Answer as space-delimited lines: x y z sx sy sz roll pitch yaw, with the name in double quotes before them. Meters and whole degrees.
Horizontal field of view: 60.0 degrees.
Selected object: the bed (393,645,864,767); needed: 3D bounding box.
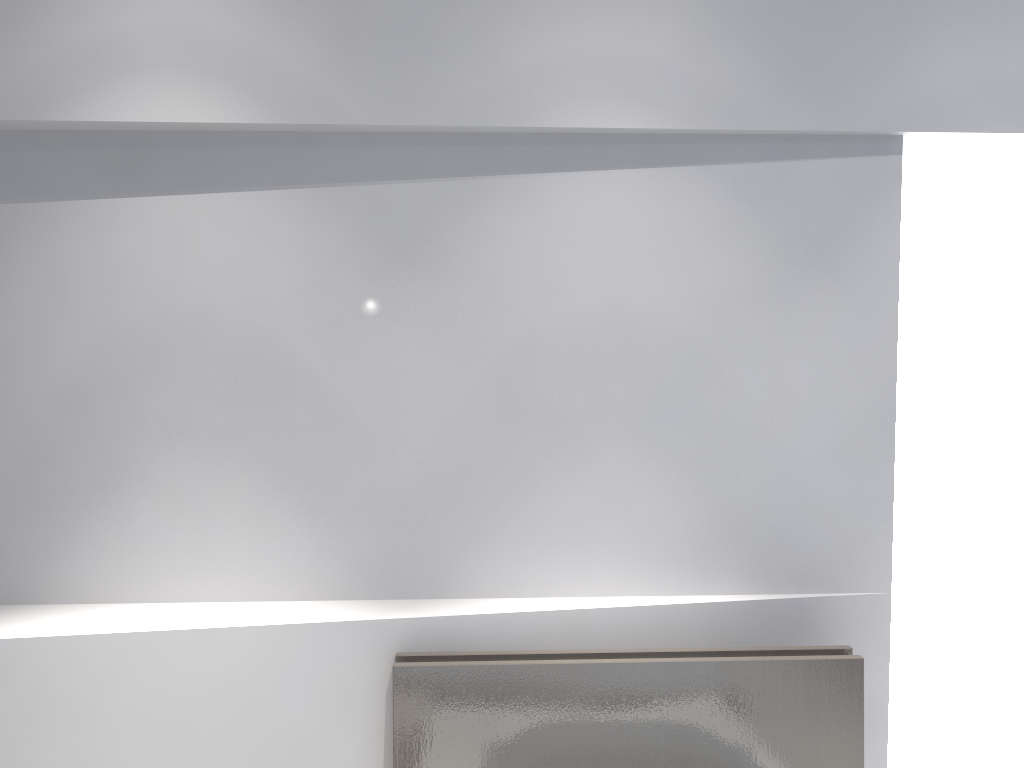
"bed" 0.267 1.046 0.872 1.411 0.752 2.319 0 4 -2
